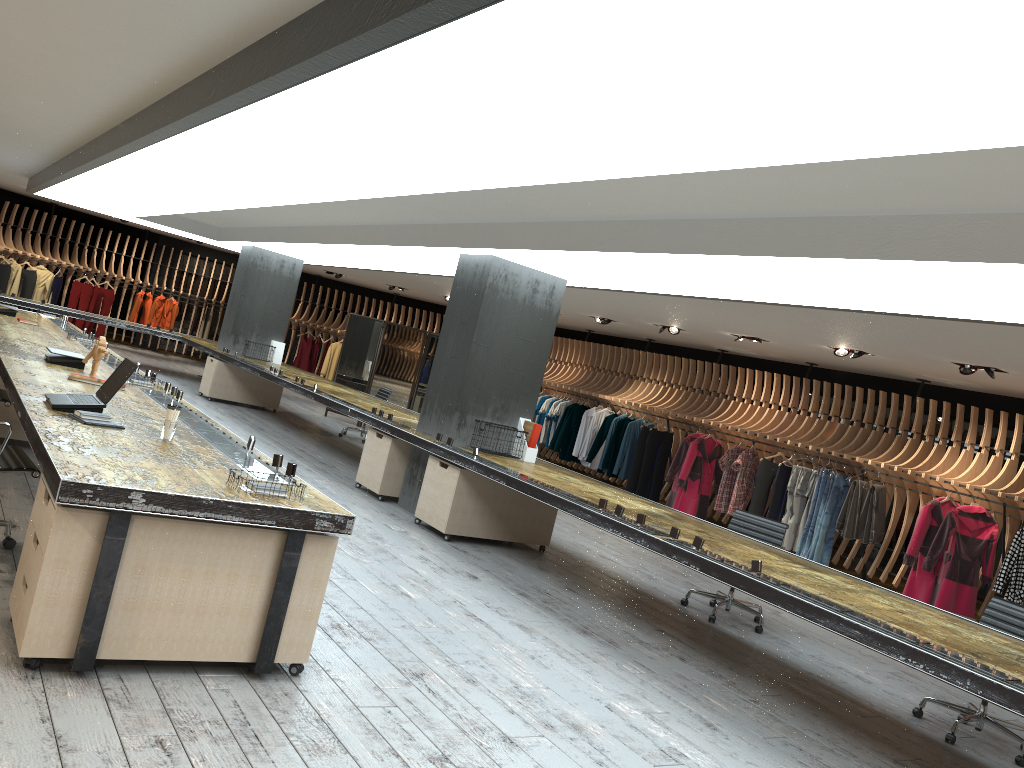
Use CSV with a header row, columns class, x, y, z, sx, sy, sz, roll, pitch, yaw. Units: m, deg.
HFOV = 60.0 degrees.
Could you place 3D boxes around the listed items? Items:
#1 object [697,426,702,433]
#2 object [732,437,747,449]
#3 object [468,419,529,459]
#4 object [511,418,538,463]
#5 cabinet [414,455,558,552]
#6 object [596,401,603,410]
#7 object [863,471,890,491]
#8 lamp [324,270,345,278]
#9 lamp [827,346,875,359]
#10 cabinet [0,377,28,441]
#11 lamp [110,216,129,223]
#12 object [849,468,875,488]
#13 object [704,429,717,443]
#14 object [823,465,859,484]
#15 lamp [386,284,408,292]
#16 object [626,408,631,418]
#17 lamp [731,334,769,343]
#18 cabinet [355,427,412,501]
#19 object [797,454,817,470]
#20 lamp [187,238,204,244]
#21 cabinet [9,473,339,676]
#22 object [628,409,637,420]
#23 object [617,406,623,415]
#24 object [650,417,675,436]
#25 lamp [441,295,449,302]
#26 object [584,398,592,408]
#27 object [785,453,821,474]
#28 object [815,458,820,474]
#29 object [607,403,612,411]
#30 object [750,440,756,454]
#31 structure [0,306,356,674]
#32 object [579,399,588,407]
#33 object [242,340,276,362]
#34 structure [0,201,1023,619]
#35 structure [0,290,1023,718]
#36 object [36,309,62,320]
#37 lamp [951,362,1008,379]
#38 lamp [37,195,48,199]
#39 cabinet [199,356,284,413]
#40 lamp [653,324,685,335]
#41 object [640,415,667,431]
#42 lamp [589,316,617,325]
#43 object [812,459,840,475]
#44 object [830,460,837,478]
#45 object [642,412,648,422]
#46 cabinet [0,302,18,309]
class,x,y,z,sx,sy,sz,roll,pitch,yaw
object,2.908,0.783,13.811,0.524,0.270,0.012,14,0,-34
object,3.390,0.909,13.067,0.524,0.270,0.012,14,0,-34
object,-0.122,0.526,8.253,0.458,0.289,0.330,14,0,-36
object,0.147,0.538,8.498,0.128,0.383,0.240,14,0,-34
cabinet,-0.204,1.092,8.048,1.129,0.630,0.594,14,0,-34
object,1.583,0.431,15.876,0.524,0.270,0.012,14,0,-29
object,4.631,1.231,11.210,0.546,0.262,0.023,14,0,-32
lamp,-3.969,-2.529,19.927,0.493,0.294,0.269,14,0,11
lamp,4.106,-0.441,10.725,0.269,0.284,0.493,14,0,-34
cabinet,-3.873,0.186,7.355,1.129,0.630,0.594,14,0,-34
lamp,-8.311,-3.597,18.809,0.491,0.296,0.270,14,0,-40
object,4.506,1.189,11.354,0.548,0.243,0.023,14,0,-32
object,3.058,0.822,13.619,0.524,0.270,0.012,14,0,-24
object,4.343,1.155,11.632,0.548,0.256,0.023,14,0,-8
lamp,-2.505,-2.161,19.434,0.493,0.292,0.269,14,0,24
object,1.993,0.542,15.230,0.524,0.270,0.012,14,0,-34
lamp,3.245,-0.661,12.053,0.269,0.296,0.493,14,0,-34
cabinet,-0.933,0.900,9.175,1.129,0.630,0.594,14,0,-34
object,4.064,1.077,12.034,0.548,0.250,0.023,14,0,-32
lamp,-7.008,-3.279,19.642,0.492,0.298,0.270,14,0,-25
cabinet,-1.445,0.823,3.804,1.129,0.630,0.594,14,0,-34
object,2.067,0.563,15.147,0.524,0.270,0.012,14,0,-34
object,1.886,0.516,15.402,0.524,0.270,0.012,14,0,-29
object,2.484,0.673,14.467,0.524,0.270,0.012,14,0,-29
lamp,-1.215,-1.835,18.561,0.493,0.287,0.269,14,0,37
object,1.378,0.386,16.185,0.524,0.270,0.012,14,0,-29
object,4.013,1.059,12.114,0.549,0.243,0.023,14,0,3
object,4.123,1.088,11.943,0.023,0.243,0.548,14,0,18
object,1.710,0.465,15.681,0.524,0.270,0.012,14,0,-34
object,3.499,0.946,12.886,0.015,0.286,0.523,14,0,41
structure,-4.032,0.032,7.824,1.160,0.844,10.471,14,0,-34
object,1.321,0.370,16.299,0.524,0.270,0.012,14,0,-34
object,-4.113,-0.524,14.417,0.458,0.289,0.330,14,0,-31
structure,0.498,0.287,5.643,14.853,2.440,36.623,14,1,-34
structure,-2.434,0.422,8.662,4.826,0.844,18.510,14,1,-34
object,-6.362,-0.955,12.194,0.301,0.074,0.217,14,1,-39
lamp,4.965,-0.211,9.397,0.269,0.291,0.493,14,0,-34
lamp,-9.332,-3.846,17.627,0.270,0.284,0.492,14,0,37
cabinet,-4.297,0.017,14.148,1.129,0.630,0.594,14,0,-34
lamp,2.385,-0.885,13.381,0.269,0.301,0.493,14,0,-34
object,2.395,0.650,14.623,0.525,0.270,0.012,14,0,-9
lamp,1.527,-1.118,14.709,0.269,0.286,0.493,14,0,-34
object,4.212,1.113,11.814,0.548,0.243,0.023,14,0,-27
object,4.264,1.128,11.721,0.023,0.243,0.548,14,0,28
object,2.229,0.604,14.868,0.524,0.270,0.012,14,0,-24
cabinet,-8.676,-1.077,14.772,0.592,0.630,1.134,14,0,-34
